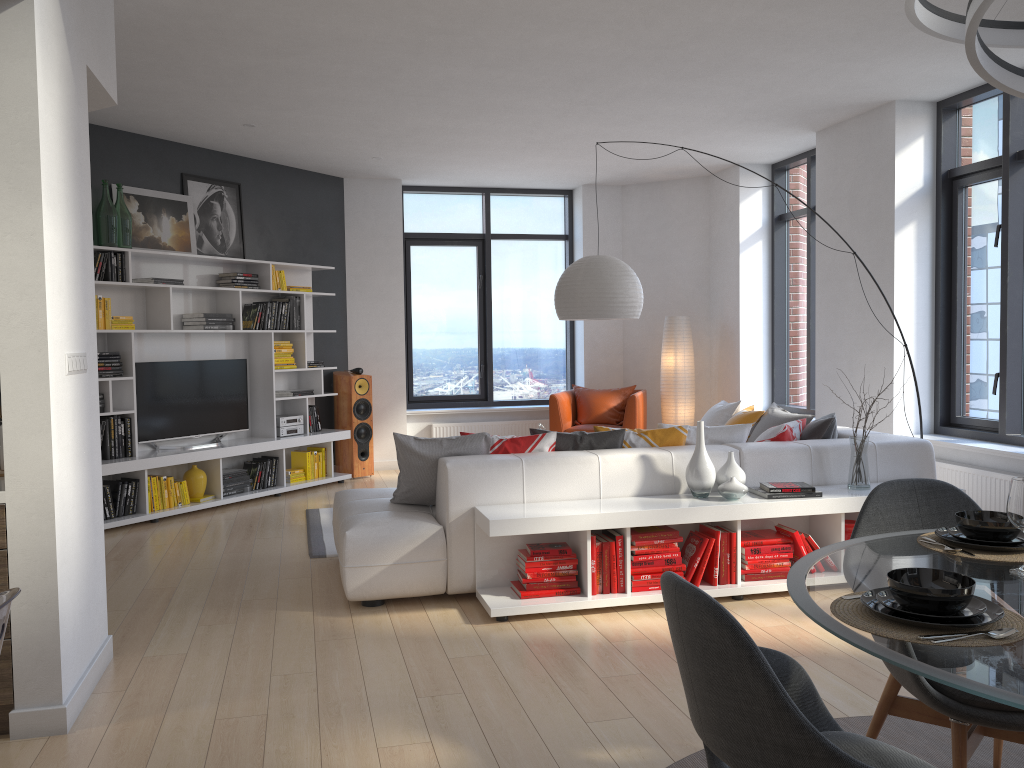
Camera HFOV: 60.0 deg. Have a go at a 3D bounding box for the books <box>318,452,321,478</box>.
[{"bbox_3d":[-1.864,0.754,8.300,0.172,0.234,0.024,1,3,31],"label":"books"}]

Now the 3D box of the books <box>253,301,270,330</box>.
[{"bbox_3d":[-2.228,-0.600,7.841,0.192,0.254,0.075,1,3,31],"label":"books"}]

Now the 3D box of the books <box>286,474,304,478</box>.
[{"bbox_3d":[-1.990,0.833,8.059,0.113,0.018,0.169,1,3,33],"label":"books"}]

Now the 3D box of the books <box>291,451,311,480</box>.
[{"bbox_3d":[-1.946,0.751,8.174,0.198,0.255,0.044,1,3,31],"label":"books"}]

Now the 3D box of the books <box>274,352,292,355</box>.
[{"bbox_3d":[-2.144,-0.275,8.055,0.171,0.019,0.239,1,3,31],"label":"books"}]

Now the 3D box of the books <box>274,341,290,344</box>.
[{"bbox_3d":[-2.160,-0.376,8.062,0.163,0.023,0.223,1,3,36],"label":"books"}]

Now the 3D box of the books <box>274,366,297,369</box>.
[{"bbox_3d":[-2.120,-0.150,8.050,0.194,0.028,0.257,1,4,36],"label":"books"}]

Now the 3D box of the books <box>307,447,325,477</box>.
[{"bbox_3d":[-1.843,0.733,8.351,0.204,0.270,0.029,1,3,31],"label":"books"}]

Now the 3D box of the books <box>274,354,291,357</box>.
[{"bbox_3d":[-2.135,-0.255,8.037,0.145,0.023,0.217,1,4,36],"label":"books"}]

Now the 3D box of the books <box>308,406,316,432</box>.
[{"bbox_3d":[-1.919,0.330,8.324,0.169,0.242,0.050,1,3,31],"label":"books"}]

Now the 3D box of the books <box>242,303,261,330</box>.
[{"bbox_3d":[-2.288,-0.584,7.735,0.182,0.234,0.104,1,3,32],"label":"books"}]

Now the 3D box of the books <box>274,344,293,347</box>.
[{"bbox_3d":[-2.136,-0.353,8.060,0.163,0.023,0.223,1,3,36],"label":"books"}]

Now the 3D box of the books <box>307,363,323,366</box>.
[{"bbox_3d":[-1.896,-0.185,8.339,0.142,0.015,0.198,1,3,30],"label":"books"}]

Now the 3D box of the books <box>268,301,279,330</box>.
[{"bbox_3d":[-2.176,-0.608,7.924,0.197,0.260,0.066,1,3,31],"label":"books"}]

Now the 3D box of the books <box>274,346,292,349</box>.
[{"bbox_3d":[-2.142,-0.329,8.056,0.227,0.022,0.160,-3,4,-43],"label":"books"}]

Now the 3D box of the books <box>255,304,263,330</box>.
[{"bbox_3d":[-2.275,-0.585,7.766,0.187,0.234,0.096,1,3,32],"label":"books"}]

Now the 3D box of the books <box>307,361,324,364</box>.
[{"bbox_3d":[-1.908,-0.204,8.348,0.161,0.023,0.213,1,3,35],"label":"books"}]

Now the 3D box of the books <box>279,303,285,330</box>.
[{"bbox_3d":[-2.126,-0.604,7.977,0.179,0.243,0.071,1,3,30],"label":"books"}]

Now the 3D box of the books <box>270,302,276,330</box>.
[{"bbox_3d":[-2.193,-0.601,7.895,0.191,0.249,0.084,1,3,31],"label":"books"}]

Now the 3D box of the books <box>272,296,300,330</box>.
[{"bbox_3d":[-2.073,-0.646,8.140,0.259,0.321,0.128,1,3,31],"label":"books"}]

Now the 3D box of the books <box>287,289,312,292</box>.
[{"bbox_3d":[-2.008,-0.859,8.185,0.194,0.028,0.257,1,4,36],"label":"books"}]

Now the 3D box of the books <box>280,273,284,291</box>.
[{"bbox_3d":[-2.096,-0.911,7.934,0.108,0.161,0.046,1,3,30],"label":"books"}]

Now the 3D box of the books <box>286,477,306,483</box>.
[{"bbox_3d":[-2.000,0.868,8.072,0.147,0.033,0.190,1,3,31],"label":"books"}]

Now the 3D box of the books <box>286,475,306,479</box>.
[{"bbox_3d":[-2.003,0.846,8.074,0.148,0.011,0.196,1,3,32],"label":"books"}]

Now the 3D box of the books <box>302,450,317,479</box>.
[{"bbox_3d":[-1.893,0.748,8.255,0.185,0.250,0.035,1,3,31],"label":"books"}]

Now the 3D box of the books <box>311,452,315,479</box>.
[{"bbox_3d":[-1.909,0.749,8.233,0.180,0.251,0.019,1,3,31],"label":"books"}]

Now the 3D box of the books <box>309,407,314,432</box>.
[{"bbox_3d":[-1.937,0.335,8.309,0.170,0.236,0.049,1,3,32],"label":"books"}]

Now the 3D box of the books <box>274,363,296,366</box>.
[{"bbox_3d":[-2.129,-0.176,8.051,0.203,0.024,0.257,1,3,34],"label":"books"}]

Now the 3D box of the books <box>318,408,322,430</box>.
[{"bbox_3d":[-1.901,0.329,8.421,0.179,0.233,0.077,1,3,31],"label":"books"}]

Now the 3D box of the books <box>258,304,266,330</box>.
[{"bbox_3d":[-2.246,-0.587,7.785,0.169,0.233,0.081,1,3,30],"label":"books"}]

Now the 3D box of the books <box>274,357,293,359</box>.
[{"bbox_3d":[-2.147,-0.238,8.056,0.189,0.014,0.251,1,3,35],"label":"books"}]

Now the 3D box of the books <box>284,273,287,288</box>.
[{"bbox_3d":[-2.091,-0.926,7.985,0.142,0.184,0.044,1,3,32],"label":"books"}]

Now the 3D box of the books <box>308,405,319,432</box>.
[{"bbox_3d":[-1.914,0.323,8.354,0.193,0.255,0.066,1,3,31],"label":"books"}]

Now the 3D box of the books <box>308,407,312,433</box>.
[{"bbox_3d":[-1.956,0.335,8.292,0.189,0.240,0.053,1,3,32],"label":"books"}]

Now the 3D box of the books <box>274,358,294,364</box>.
[{"bbox_3d":[-2.133,-0.209,8.052,0.189,0.042,0.243,1,3,31],"label":"books"}]

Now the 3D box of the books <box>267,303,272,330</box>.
[{"bbox_3d":[-2.209,-0.595,7.861,0.179,0.243,0.068,1,3,30],"label":"books"}]

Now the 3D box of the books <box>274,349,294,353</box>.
[{"bbox_3d":[-2.137,-0.302,8.062,0.176,0.033,0.239,1,3,35],"label":"books"}]

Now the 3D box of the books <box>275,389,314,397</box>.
[{"bbox_3d":[-2.028,0.082,8.212,0.250,0.047,0.310,1,3,27],"label":"books"}]

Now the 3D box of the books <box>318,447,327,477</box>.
[{"bbox_3d":[-1.837,0.732,8.378,0.213,0.270,0.025,1,3,31],"label":"books"}]

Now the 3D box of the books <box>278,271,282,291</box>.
[{"bbox_3d":[-2.115,-0.919,7.924,0.128,0.178,0.044,1,3,31],"label":"books"}]

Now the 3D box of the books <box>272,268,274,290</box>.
[{"bbox_3d":[-2.172,-0.939,7.835,0.161,0.229,0.041,1,3,30],"label":"books"}]

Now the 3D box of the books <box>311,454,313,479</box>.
[{"bbox_3d":[-1.904,0.763,8.206,0.156,0.229,0.024,1,3,31],"label":"books"}]

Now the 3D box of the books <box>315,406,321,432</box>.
[{"bbox_3d":[-1.891,0.328,8.376,0.177,0.242,0.066,1,3,31],"label":"books"}]

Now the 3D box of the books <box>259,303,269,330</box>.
[{"bbox_3d":[-2.218,-0.591,7.808,0.172,0.242,0.069,1,3,32],"label":"books"}]

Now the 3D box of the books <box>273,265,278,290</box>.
[{"bbox_3d":[-2.167,-0.940,7.894,0.164,0.224,0.054,1,3,31],"label":"books"}]

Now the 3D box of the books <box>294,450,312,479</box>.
[{"bbox_3d":[-1.932,0.747,8.201,0.199,0.263,0.015,1,3,31],"label":"books"}]

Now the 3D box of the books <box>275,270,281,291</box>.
[{"bbox_3d":[-2.132,-0.919,7.910,0.132,0.180,0.054,1,3,32],"label":"books"}]

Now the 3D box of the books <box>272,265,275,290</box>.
[{"bbox_3d":[-2.176,-0.939,7.864,0.163,0.224,0.041,1,3,30],"label":"books"}]

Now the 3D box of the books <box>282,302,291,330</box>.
[{"bbox_3d":[-2.100,-0.615,8.044,0.197,0.260,0.066,1,3,31],"label":"books"}]

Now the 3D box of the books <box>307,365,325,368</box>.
[{"bbox_3d":[-1.893,-0.166,8.340,0.161,0.023,0.213,1,3,35],"label":"books"}]

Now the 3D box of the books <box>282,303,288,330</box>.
[{"bbox_3d":[-2.116,-0.609,8.015,0.191,0.249,0.084,1,3,31],"label":"books"}]

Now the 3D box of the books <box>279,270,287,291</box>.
[{"bbox_3d":[-2.096,-0.924,7.961,0.141,0.184,0.064,1,3,32],"label":"books"}]

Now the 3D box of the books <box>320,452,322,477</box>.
[{"bbox_3d":[-1.853,0.752,8.324,0.172,0.234,0.024,1,3,31],"label":"books"}]

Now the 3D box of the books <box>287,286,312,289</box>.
[{"bbox_3d":[-2.017,-0.884,8.185,0.203,0.024,0.257,1,3,34],"label":"books"}]
